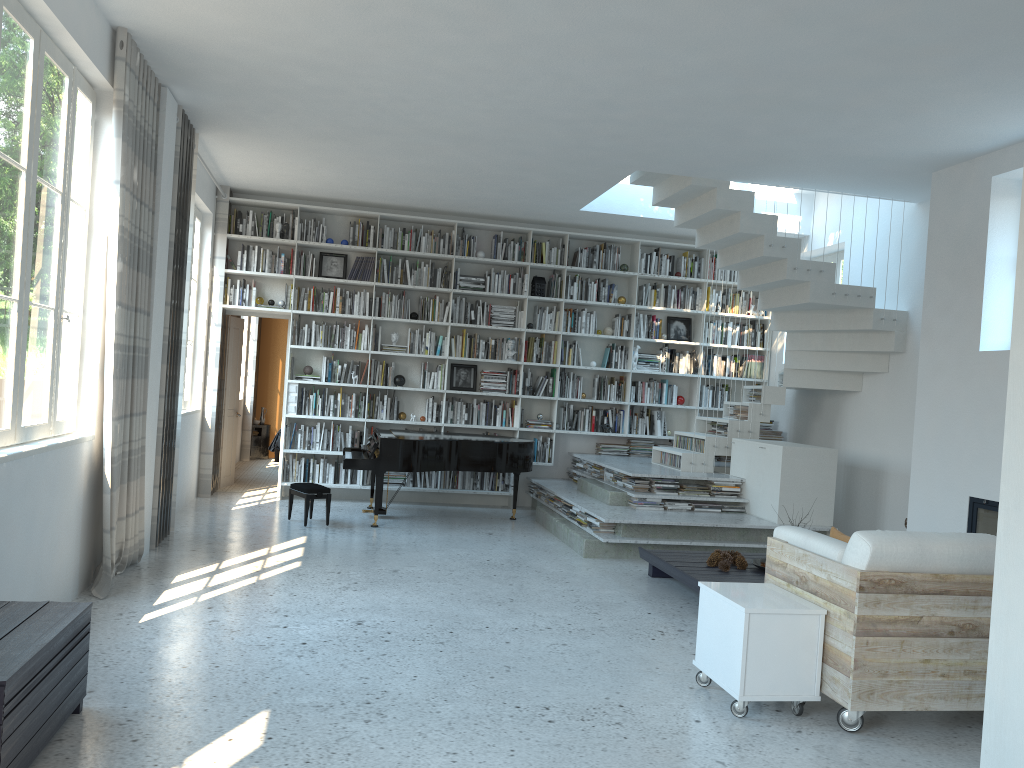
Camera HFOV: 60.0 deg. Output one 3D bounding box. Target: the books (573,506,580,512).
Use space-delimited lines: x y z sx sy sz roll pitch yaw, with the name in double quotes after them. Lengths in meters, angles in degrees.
0.662 1.156 8.173 0.141 0.028 0.222 4 0 -16 "books"

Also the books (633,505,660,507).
1.212 1.100 8.053 0.264 0.006 0.164 4 0 -10 "books"

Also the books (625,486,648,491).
1.158 0.973 8.262 0.161 0.014 0.212 4 0 -7 "books"

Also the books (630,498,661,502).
1.213 1.055 8.062 0.257 0.010 0.132 4 0 -7 "books"

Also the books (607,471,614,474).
1.057 0.880 8.834 0.145 0.017 0.208 4 0 -16 "books"

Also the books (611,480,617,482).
1.064 0.964 8.837 0.136 0.013 0.258 4 0 -11 "books"

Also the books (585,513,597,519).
0.754 1.128 7.574 0.192 0.014 0.256 4 0 -15 "books"

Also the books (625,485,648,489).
1.165 0.959 8.263 0.152 0.015 0.208 4 0 -14 "books"

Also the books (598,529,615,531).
0.785 1.233 7.582 0.132 0.014 0.205 4 0 -11 "books"

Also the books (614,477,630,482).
1.105 0.920 8.533 0.177 0.026 0.230 4 0 -11 "books"

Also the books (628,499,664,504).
1.214 1.067 8.050 0.292 0.012 0.159 4 0 -8 "books"

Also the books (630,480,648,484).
1.175 0.906 8.264 0.132 0.009 0.269 4 0 -7 "books"

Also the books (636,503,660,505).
1.214 1.079 8.046 0.210 0.012 0.168 4 0 -7 "books"

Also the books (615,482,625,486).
1.106 0.965 8.534 0.154 0.007 0.292 4 0 -8 "books"

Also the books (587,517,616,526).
0.765 1.175 7.577 0.156 0.027 0.287 4 0 -16 "books"

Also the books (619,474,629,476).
1.107 0.868 8.532 0.170 0.008 0.208 4 0 -8 "books"

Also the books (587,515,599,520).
0.761 1.141 7.575 0.176 0.010 0.266 4 0 -15 "books"

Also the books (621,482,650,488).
1.153 0.939 8.261 0.184 0.014 0.297 4 0 -12 "books"

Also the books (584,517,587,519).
0.712 1.186 7.877 0.150 0.004 0.290 4 0 -7 "books"

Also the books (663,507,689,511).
1.488 1.138 8.112 0.208 0.015 0.152 4 0 -13 "books"

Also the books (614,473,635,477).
1.106 0.876 8.532 0.171 0.007 0.260 4 0 -13 "books"

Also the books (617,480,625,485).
1.112 0.948 8.535 0.155 0.028 0.189 4 0 -10 "books"

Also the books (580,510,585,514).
0.703 1.137 7.874 0.178 0.010 0.196 4 0 -6 "books"

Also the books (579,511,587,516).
0.712 1.153 7.876 0.175 0.006 0.251 4 0 -11 "books"

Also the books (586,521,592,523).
0.718 1.211 7.879 0.154 0.014 0.196 4 0 -11 "books"

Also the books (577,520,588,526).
0.700 1.233 7.876 0.178 0.009 0.276 4 0 -13 "books"

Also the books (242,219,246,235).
-2.842 -1.648 9.440 0.031 0.195 0.145 4 0 -11 "books"

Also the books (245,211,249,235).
-2.816 -1.689 9.428 0.010 0.281 0.160 4 0 -11 "books"

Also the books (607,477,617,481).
1.049 0.944 8.834 0.167 0.024 0.192 4 0 -10 "books"

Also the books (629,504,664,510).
1.214 1.115 8.034 0.262 0.023 0.200 4 0 -13 "books"

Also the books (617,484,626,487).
1.109 0.978 8.535 0.142 0.020 0.230 4 0 -6 "books"

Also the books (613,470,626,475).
1.094 0.852 8.529 0.189 0.022 0.237 4 0 -6 "books"

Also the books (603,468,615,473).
1.035 0.863 8.829 0.192 0.014 0.256 4 0 -15 "books"

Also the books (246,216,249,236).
-2.803 -1.661 9.439 0.024 0.227 0.157 4 0 -11 "books"

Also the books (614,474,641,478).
1.105 0.886 8.532 0.168 0.013 0.281 4 0 -14 "books"

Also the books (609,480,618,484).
1.055 0.978 8.836 0.132 0.016 0.262 4 0 -6 "books"

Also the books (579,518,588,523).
0.710 1.220 7.877 0.170 0.006 0.268 4 0 -11 "books"

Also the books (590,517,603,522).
0.766 1.154 7.577 0.165 0.015 0.243 4 0 -7 "books"

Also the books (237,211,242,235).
-2.890 -1.688 9.403 0.025 0.269 0.177 4 0 -11 "books"

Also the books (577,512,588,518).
0.702 1.171 7.875 0.168 0.013 0.281 4 0 -16 "books"

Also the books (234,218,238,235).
-2.918 -1.653 9.404 0.024 0.195 0.167 4 0 -11 "books"

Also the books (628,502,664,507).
1.212 1.093 8.053 0.285 0.008 0.159 4 0 -13 "books"

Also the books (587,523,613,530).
0.751 1.215 7.575 0.187 0.017 0.205 4 0 -6 "books"

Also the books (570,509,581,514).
0.646 1.177 8.171 0.180 0.017 0.182 4 0 -14 "books"

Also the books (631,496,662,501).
1.217 1.038 8.049 0.234 0.025 0.157 4 0 -16 "books"

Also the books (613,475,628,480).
1.101 0.902 8.532 0.187 0.009 0.250 4 0 -11 "books"

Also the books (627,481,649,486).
1.178 0.928 8.265 0.137 0.012 0.242 4 0 -10 "books"

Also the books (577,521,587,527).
0.689 1.244 7.874 0.191 0.016 0.209 4 0 -6 "books"

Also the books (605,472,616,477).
1.045 0.903 8.832 0.174 0.029 0.250 4 0 -13 "books"

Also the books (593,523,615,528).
0.783 1.199 7.581 0.137 0.019 0.224 4 0 -10 "books"

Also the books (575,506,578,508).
0.661 1.136 8.173 0.139 0.013 0.288 4 0 -6 "books"

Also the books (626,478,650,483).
1.172 0.895 8.263 0.149 0.014 0.228 4 0 -13 "books"

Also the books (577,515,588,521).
0.699 1.195 7.875 0.191 0.015 0.246 4 0 -10 "books"

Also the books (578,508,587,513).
0.704 1.124 7.874 0.182 0.016 0.256 4 0 -8 "books"

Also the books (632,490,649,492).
1.173 0.986 8.265 0.144 0.009 0.249 4 0 -11 "books"

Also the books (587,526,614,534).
0.755 1.247 7.577 0.184 0.017 0.230 4 0 -9 "books"

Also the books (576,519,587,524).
0.694 1.225 7.874 0.191 0.006 0.275 4 0 -9 "books"

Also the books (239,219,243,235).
-2.867 -1.645 9.410 0.028 0.186 0.182 4 0 -11 "books"

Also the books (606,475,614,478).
1.039 0.924 8.831 0.178 0.015 0.187 4 0 -6 "books"
